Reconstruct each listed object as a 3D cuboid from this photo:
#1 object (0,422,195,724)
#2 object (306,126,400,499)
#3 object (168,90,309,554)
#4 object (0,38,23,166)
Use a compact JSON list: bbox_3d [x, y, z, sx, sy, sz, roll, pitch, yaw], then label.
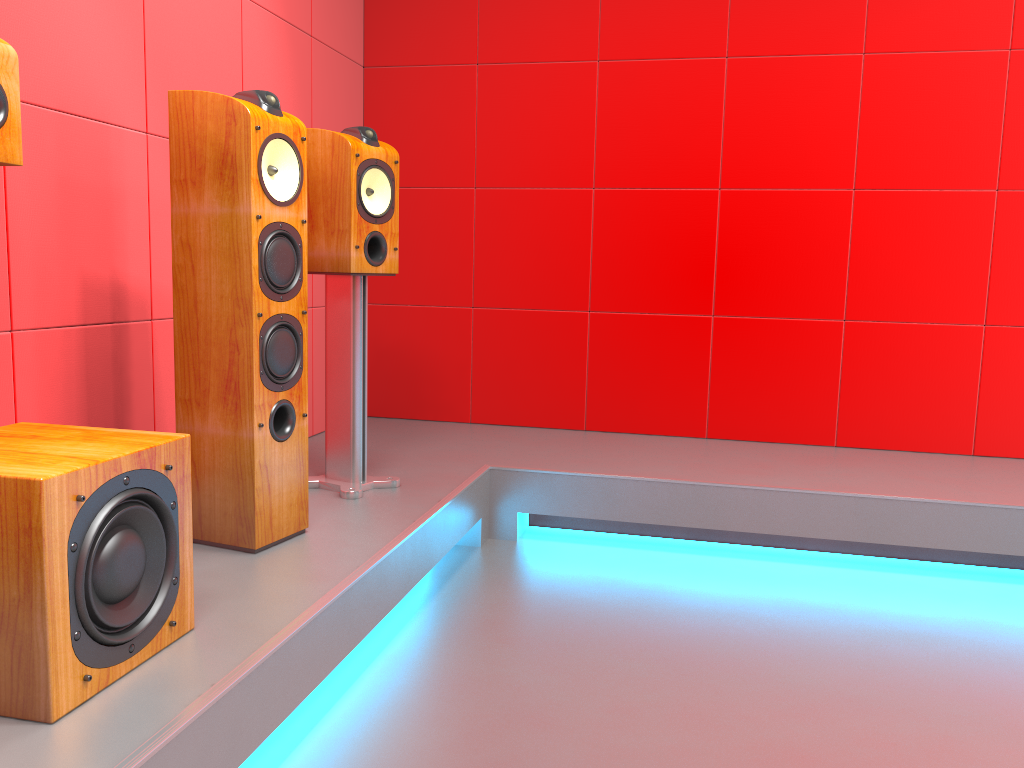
[{"bbox_3d":[-0.778,0.279,1.455,0.360,0.360,0.360,3,7,13],"label":"object"},{"bbox_3d":[-0.491,-0.215,2.626,0.265,1.058,0.231,6,9,32],"label":"object"},{"bbox_3d":[-0.636,-0.149,2.100,0.238,1.052,0.203,4,8,23],"label":"object"},{"bbox_3d":[-1.074,-0.518,1.427,0.235,0.271,0.493,3,7,13],"label":"object"}]
